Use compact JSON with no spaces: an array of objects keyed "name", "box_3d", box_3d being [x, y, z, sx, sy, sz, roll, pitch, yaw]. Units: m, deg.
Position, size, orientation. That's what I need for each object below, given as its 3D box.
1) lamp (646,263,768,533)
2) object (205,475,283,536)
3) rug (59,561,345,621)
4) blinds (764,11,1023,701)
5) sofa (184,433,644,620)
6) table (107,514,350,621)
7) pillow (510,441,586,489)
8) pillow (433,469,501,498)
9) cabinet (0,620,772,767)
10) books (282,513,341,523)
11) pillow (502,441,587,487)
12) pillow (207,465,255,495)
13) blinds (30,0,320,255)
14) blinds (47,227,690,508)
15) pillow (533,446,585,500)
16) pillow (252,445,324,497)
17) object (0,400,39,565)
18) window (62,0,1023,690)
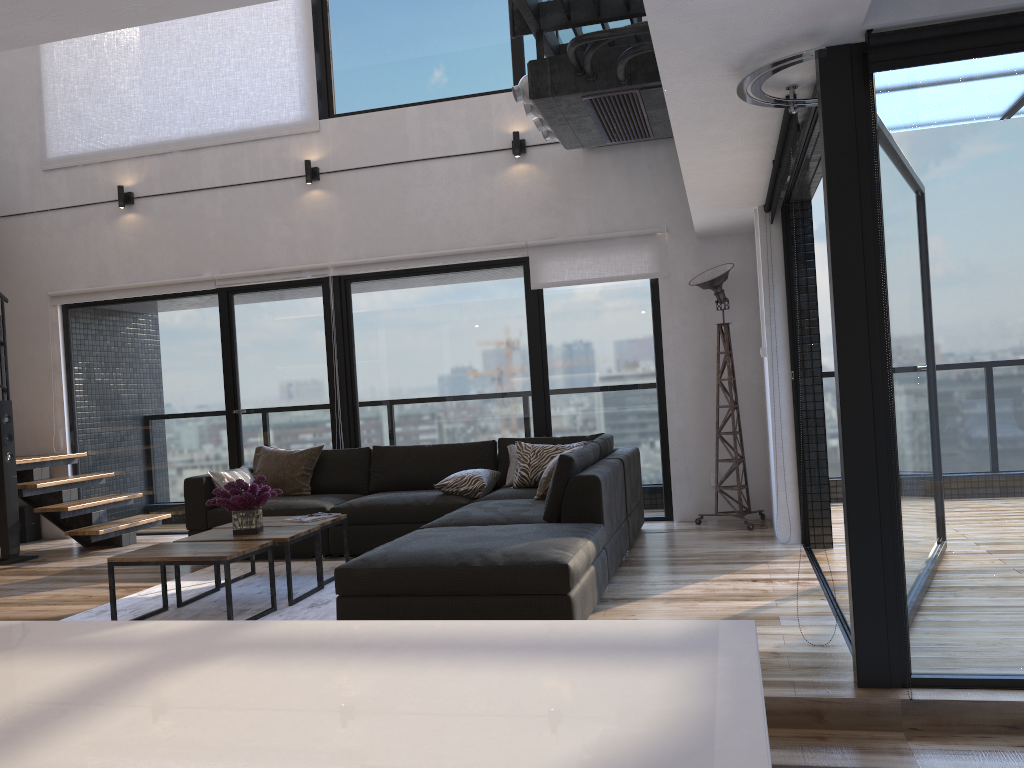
[{"name":"lamp","box_3d":[1.022,0.105,6.099,1.468,1.827,0.425,-4,0,-1]},{"name":"object","box_3d":[-1.425,0.631,4.768,0.342,0.343,0.375,-4,0,15]},{"name":"rug","box_3d":[-1.418,1.152,4.716,1.637,0.003,2.113,-4,-1,14]},{"name":"blinds","box_3d":[1.834,-0.094,3.272,1.828,2.052,3.862,-4,0,-32]},{"name":"sofa","box_3d":[-0.890,0.776,5.232,3.044,0.700,2.998,-4,-1,14]},{"name":"table","box_3d":[-1.426,0.977,4.753,0.697,0.350,1.298,-4,-1,14]},{"name":"pillow","box_3d":[0.256,0.530,5.907,0.532,0.314,0.250,-4,0,18]},{"name":"pillow","box_3d":[-0.291,0.672,6.017,0.356,0.177,0.531,-4,-1,12]},{"name":"cabinet","box_3d":[-3.320,0.000,0.829,9.117,2.872,2.473,-4,0,14]},{"name":"books","box_3d":[-1.174,0.785,5.209,0.229,0.013,0.295,-4,-1,35]},{"name":"pillow","box_3d":[0.233,0.556,6.074,0.611,0.294,0.234,-4,0,14]},{"name":"pillow","box_3d":[-1.933,0.722,6.293,0.212,0.265,0.498,-4,0,14]},{"name":"blinds","box_3d":[-4.132,-2.610,6.728,10.202,2.976,1.995,-4,0,-8]},{"name":"blinds","box_3d":[-1.369,0.048,7.058,5.370,2.044,0.095,-4,0,14]},{"name":"pillow","box_3d":[0.305,0.551,5.477,0.273,0.309,0.547,-4,0,13]},{"name":"pillow","box_3d":[-1.710,0.646,6.584,0.609,0.382,0.265,-4,0,14]},{"name":"object","box_3d":[-3.779,0.726,6.629,0.271,1.206,0.271,-4,0,19]},{"name":"window","box_3d":[-2.066,-1.382,5.498,13.400,5.567,5.662,-4,0,14]}]
